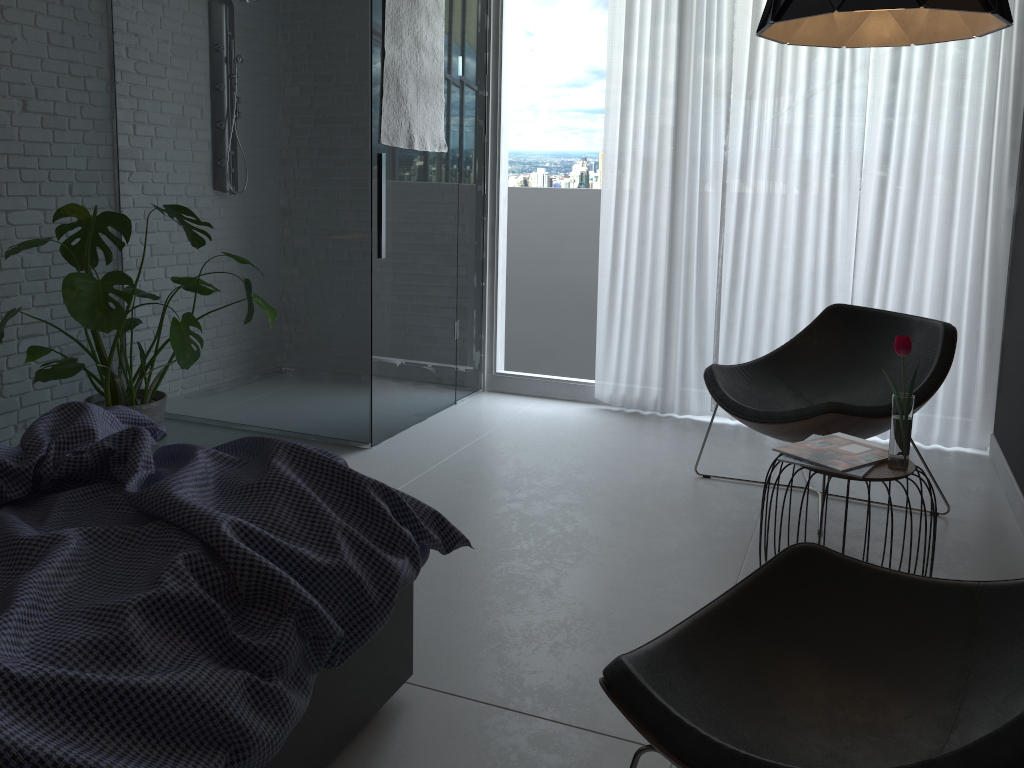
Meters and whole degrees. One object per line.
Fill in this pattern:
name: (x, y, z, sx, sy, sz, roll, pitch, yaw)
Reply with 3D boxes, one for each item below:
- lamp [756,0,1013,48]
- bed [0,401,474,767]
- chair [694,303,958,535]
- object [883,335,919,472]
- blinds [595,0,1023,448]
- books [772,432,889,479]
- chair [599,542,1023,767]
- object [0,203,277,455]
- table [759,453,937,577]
lamp: (0.945, -1.344, 2.194, 0.586, 0.892, 0.612, 9, 13, 39)
bed: (-1.563, -0.246, 1.563, 2.615, 2.017, 2.588, 6, 12, 22)
chair: (1.193, 0.080, 3.364, 0.815, 0.682, 0.800, -4, 12, -25)
object: (1.013, 0.050, 2.310, 0.077, 0.351, 0.067, -5, 10, -36)
blinds: (1.314, -1.112, 4.101, 1.857, 2.665, 0.138, 5, 9, 22)
books: (-3.024, 0.271, 2.517, 8.234, 0.368, 0.411, 1, 11, 1)
chair: (0.591, 0.530, 1.363, 0.820, 0.682, 0.795, 11, 15, 42)
object: (-1.439, -0.187, 3.494, 0.857, 1.036, 0.997, 10, 13, 39)
table: (0.921, 0.416, 2.447, 0.450, 0.430, 0.457, 1, 11, 0)
